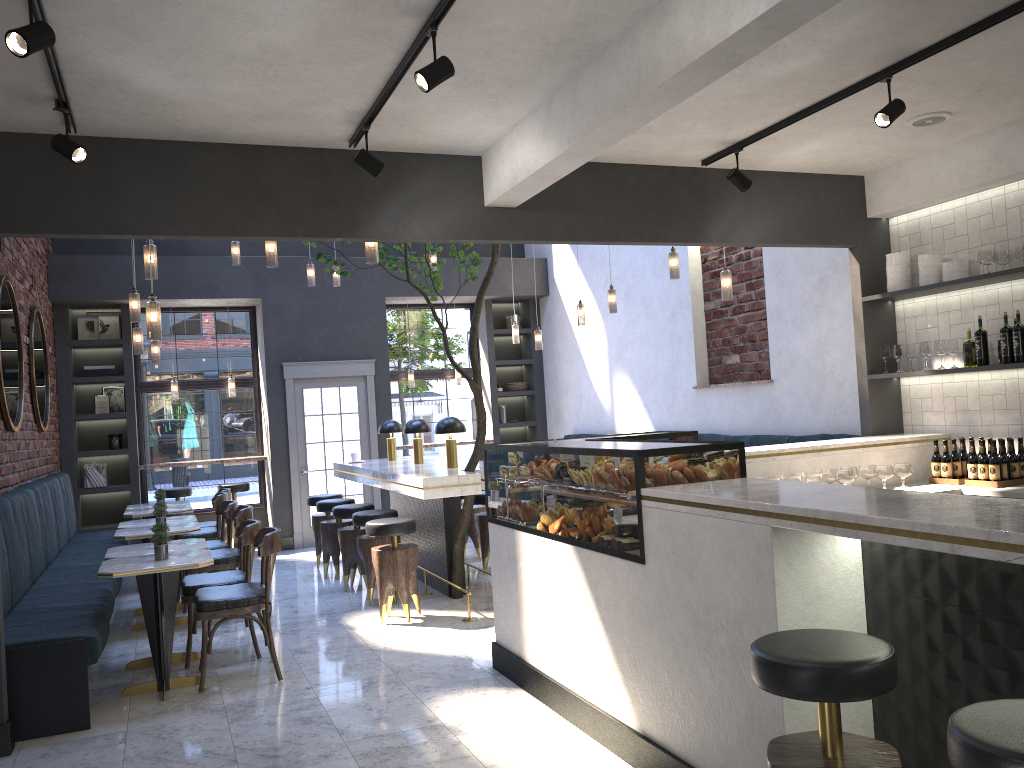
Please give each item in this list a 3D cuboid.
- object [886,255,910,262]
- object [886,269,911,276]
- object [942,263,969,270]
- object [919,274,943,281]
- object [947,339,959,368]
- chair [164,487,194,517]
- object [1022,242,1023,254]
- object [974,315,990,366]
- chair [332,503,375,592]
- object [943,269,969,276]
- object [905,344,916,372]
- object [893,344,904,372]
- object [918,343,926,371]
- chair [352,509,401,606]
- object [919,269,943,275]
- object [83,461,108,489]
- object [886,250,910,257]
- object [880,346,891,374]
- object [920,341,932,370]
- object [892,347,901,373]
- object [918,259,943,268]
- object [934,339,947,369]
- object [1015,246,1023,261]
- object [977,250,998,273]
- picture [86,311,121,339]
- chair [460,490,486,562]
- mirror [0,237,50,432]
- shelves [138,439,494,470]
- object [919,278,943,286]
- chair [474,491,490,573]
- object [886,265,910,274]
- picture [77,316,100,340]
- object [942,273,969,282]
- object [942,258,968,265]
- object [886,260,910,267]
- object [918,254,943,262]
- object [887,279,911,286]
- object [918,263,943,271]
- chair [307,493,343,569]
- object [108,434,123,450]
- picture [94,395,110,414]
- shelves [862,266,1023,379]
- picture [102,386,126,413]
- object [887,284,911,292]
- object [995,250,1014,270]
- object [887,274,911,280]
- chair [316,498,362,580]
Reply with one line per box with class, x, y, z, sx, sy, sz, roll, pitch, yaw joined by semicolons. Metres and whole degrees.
object;2.658;-0.846;6.104;0.153;0.067;0.153;-4;-2;24
object;2.661;-0.751;6.106;0.153;0.075;0.154;-5;-2;36
object;2.875;-0.742;5.746;0.153;0.062;0.153;-4;-2;8
object;2.804;-0.703;5.926;0.153;0.074;0.154;-3;-2;-19
object;2.888;-0.198;5.802;0.070;0.188;0.070;-3;-1;-8
chair;-3.908;1.630;10.358;0.372;0.821;0.370;-4;-1;31
object;3.014;-0.753;5.126;0.114;0.147;0.114;-3;-1;-17
object;2.937;-0.269;5.548;0.072;0.319;0.072;-3;-1;-38
chair;-1.380;1.441;7.843;0.372;0.737;0.370;-4;-1;22
object;2.876;-0.712;5.746;0.153;0.074;0.154;-3;-2;-19
object;2.758;-0.180;6.131;0.070;0.188;0.070;-3;-1;-30
object;2.656;-0.175;6.091;0.070;0.188;0.070;-3;-1;-30
object;2.801;-0.186;6.022;0.070;0.188;0.070;-3;-1;-30
chair;-1.091;1.404;7.206;0.372;0.737;0.370;-4;-1;6
object;2.804;-0.733;5.926;0.153;0.062;0.153;-4;-2;8
object;-4.827;1.039;10.273;0.250;0.323;0.241;-3;-1;-22
object;2.654;-0.878;6.102;0.153;0.070;0.153;-4;-2;25
object;2.612;-0.169;6.200;0.070;0.188;0.070;-3;-1;-30
object;2.743;-0.187;5.871;0.070;0.188;0.070;-3;-1;-30
object;2.714;-0.174;6.241;0.070;0.188;0.070;-3;-1;-30
object;2.797;-0.794;5.925;0.153;0.060;0.153;-2;-2;-39
object;2.786;-0.193;5.762;0.070;0.188;0.070;-3;-1;-8
object;3.080;-0.751;5.315;0.114;0.147;0.114;-3;-1;-17
object;2.903;-0.738;5.407;0.114;0.147;0.114;-3;-1;-17
picture;-4.853;-0.679;10.543;0.361;0.369;0.055;-3;-1;-22
chair;-0.446;1.416;8.971;0.372;0.737;0.370;-4;-1;22
mirror;-3.835;-0.387;6.769;0.036;1.510;4.775;-3;-2;-22
shelves;-2.359;0.879;11.272;4.402;0.043;0.384;-3;-2;-22
object;2.804;-0.667;5.927;0.153;0.055;0.153;-5;-2;30
chair;-0.188;1.381;8.319;0.372;0.737;0.370;-4;-1;22
object;2.658;-0.780;6.105;0.153;0.060;0.153;-2;-2;-39
picture;-4.992;-0.648;10.449;0.230;0.313;0.061;-3;-1;-22
object;2.875;-0.677;5.747;0.153;0.055;0.153;-5;-2;30
object;2.871;-0.775;5.745;0.153;0.075;0.154;-5;-2;36
object;2.658;-0.816;6.104;0.154;0.076;0.153;-4;-2;0
object;2.796;-0.830;5.923;0.154;0.076;0.153;-4;-2;0
object;2.666;-0.689;6.107;0.153;0.074;0.154;-3;-2;-19
object;2.800;-0.765;5.925;0.153;0.075;0.154;-5;-2;36
chair;-1.906;1.512;9.143;0.372;0.737;0.370;-4;-1;22
object;-4.627;0.674;10.353;0.152;0.181;0.152;-4;-1;16
picture;-4.847;0.245;10.487;0.161;0.227;0.049;-3;-1;-21
shelves;3.291;-0.419;4.641;0.300;0.580;3.601;-3;-2;-22
picture;-4.740;0.190;10.559;0.247;0.326;0.044;-3;-1;-22
object;2.665;-0.653;6.108;0.153;0.055;0.153;-5;-2;30
object;3.025;-0.744;5.455;0.114;0.147;0.114;-3;-1;-17
object;2.665;-0.719;6.107;0.153;0.062;0.153;-4;-2;8
chair;-1.663;1.477;8.476;0.370;0.737;0.372;-3;-1;-31
